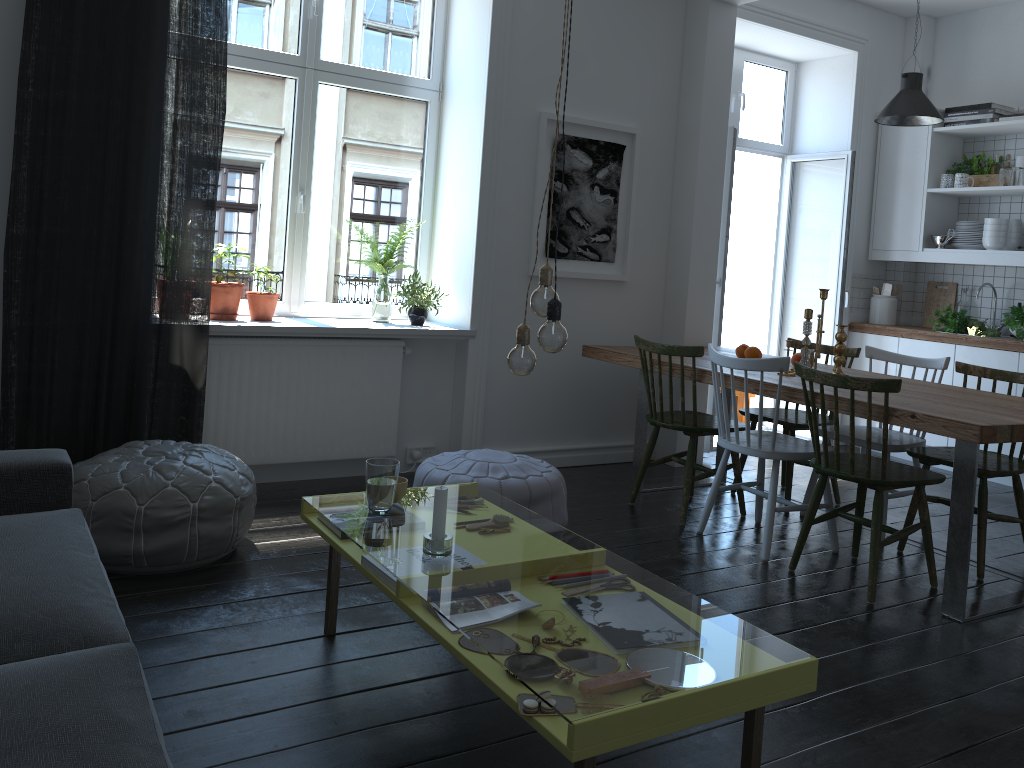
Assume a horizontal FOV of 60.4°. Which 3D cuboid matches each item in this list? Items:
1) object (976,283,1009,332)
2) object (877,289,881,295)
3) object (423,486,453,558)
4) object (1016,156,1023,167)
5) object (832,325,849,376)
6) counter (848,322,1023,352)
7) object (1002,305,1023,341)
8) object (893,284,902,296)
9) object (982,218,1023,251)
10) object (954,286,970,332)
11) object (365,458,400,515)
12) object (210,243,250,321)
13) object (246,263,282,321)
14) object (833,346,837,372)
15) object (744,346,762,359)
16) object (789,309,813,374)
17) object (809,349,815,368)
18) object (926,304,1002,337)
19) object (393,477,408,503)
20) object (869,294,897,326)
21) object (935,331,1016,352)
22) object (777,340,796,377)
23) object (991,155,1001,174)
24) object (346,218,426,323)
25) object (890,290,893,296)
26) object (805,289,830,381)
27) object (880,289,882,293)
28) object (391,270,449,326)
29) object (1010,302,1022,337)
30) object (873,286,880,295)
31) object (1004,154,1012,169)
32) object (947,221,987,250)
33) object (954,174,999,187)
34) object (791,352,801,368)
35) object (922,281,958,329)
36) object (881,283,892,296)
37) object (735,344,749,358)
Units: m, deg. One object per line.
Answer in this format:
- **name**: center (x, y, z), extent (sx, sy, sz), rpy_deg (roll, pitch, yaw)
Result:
- **object**: center (3.145, -0.482, 5.751), extent (0.190, 0.351, 0.274), rpy_deg (6, 4, 34)
- **object**: center (2.611, -0.556, 6.262), extent (0.061, 0.250, 0.118), rpy_deg (4, 3, -2)
- **object**: center (-0.182, 0.342, 2.215), extent (0.074, 0.173, 0.075), rpy_deg (4, 2, 3)
- **object**: center (3.289, -1.353, 5.673), extent (0.084, 0.221, 0.085), rpy_deg (3, 2, -25)
- **object**: center (1.524, -0.151, 4.090), extent (0.100, 0.246, 0.101), rpy_deg (4, 2, -8)
- **counter**: center (3.275, -0.160, 4.978), extent (0.845, 0.073, 3.131), rpy_deg (-1, 9, -31)
- **object**: center (3.151, -0.397, 5.377), extent (0.338, 0.268, 0.274), rpy_deg (-1, 7, -42)
- **object**: center (2.684, -0.567, 6.228), extent (0.131, 0.295, 0.056), rpy_deg (6, 2, 38)
- **object**: center (3.147, -0.956, 5.651), extent (0.309, 0.215, 0.151), rpy_deg (0, 5, -34)
- **object**: center (3.080, -0.517, 6.019), extent (0.097, 0.316, 0.098), rpy_deg (3, 2, -32)
- **object**: center (-0.376, 0.296, 2.535), extent (0.098, 0.145, 0.098), rpy_deg (5, 4, 19)
- **object**: center (-1.385, -0.494, 4.213), extent (0.257, 0.368, 0.236), rpy_deg (3, 3, -20)
- **object**: center (-1.207, -0.448, 4.304), extent (0.177, 0.276, 0.195), rpy_deg (6, 4, 25)
- **object**: center (1.543, -0.108, 4.184), extent (0.049, 0.138, 0.049), rpy_deg (3, 2, -32)
- **object**: center (1.239, -0.150, 4.522), extent (0.091, 0.088, 0.084), rpy_deg (4, 5, -6)
- **object**: center (1.391, -0.201, 4.161), extent (0.141, 0.310, 0.140), rpy_deg (5, 2, 10)
- **object**: center (1.455, -0.115, 4.276), extent (0.103, 0.113, 0.102), rpy_deg (8, 6, 44)
- **object**: center (2.928, -0.360, 5.691), extent (0.472, 0.306, 0.284), rpy_deg (8, 6, 31)
- **object**: center (-0.359, 0.321, 2.651), extent (0.087, 0.066, 0.087), rpy_deg (4, 6, -4)
- **object**: center (2.630, -0.525, 6.238), extent (0.173, 0.207, 0.175), rpy_deg (2, 5, -27)
- **object**: center (2.992, -0.268, 5.703), extent (0.353, 0.111, 0.375), rpy_deg (-1, 9, -32)
- **object**: center (1.263, -0.119, 4.035), extent (0.080, 0.160, 0.080), rpy_deg (5, 3, 15)
- **object**: center (3.180, -1.390, 5.785), extent (0.060, 0.224, 0.060), rpy_deg (6, 2, 41)
- **object**: center (-0.663, -0.607, 4.678), extent (0.394, 0.564, 0.329), rpy_deg (5, 3, 22)
- **object**: center (2.680, -0.546, 6.237), extent (0.051, 0.246, 0.114), rpy_deg (5, 3, 23)
- **object**: center (1.358, -0.218, 3.906), extent (0.113, 0.409, 0.114), rpy_deg (5, 2, 20)
- **object**: center (2.660, -0.552, 6.264), extent (0.033, 0.249, 0.119), rpy_deg (3, 3, -32)
- **object**: center (-0.484, -0.457, 4.665), extent (0.284, 0.293, 0.288), rpy_deg (2, 5, -27)
- **object**: center (3.273, -0.412, 5.691), extent (0.085, 0.230, 0.085), rpy_deg (5, 2, 23)
- **object**: center (2.588, -0.562, 6.255), extent (0.054, 0.262, 0.149), rpy_deg (5, 3, 33)
- **object**: center (3.244, -1.387, 5.765), extent (0.056, 0.233, 0.056), rpy_deg (3, 2, -29)
- **object**: center (3.070, -0.982, 5.878), extent (0.305, 0.193, 0.303), rpy_deg (0, 7, -30)
- **object**: center (3.132, -1.336, 5.882), extent (0.153, 0.102, 0.397), rpy_deg (0, 8, -32)
- **object**: center (1.436, -0.114, 4.384), extent (0.084, 0.083, 0.090), rpy_deg (2, 5, -19)
- **object**: center (3.009, -0.553, 6.195), extent (0.040, 0.329, 0.222), rpy_deg (3, 3, -32)
- **object**: center (2.641, -0.571, 6.244), extent (0.065, 0.289, 0.141), rpy_deg (5, 3, 32)
- **object**: center (1.211, -0.165, 4.601), extent (0.083, 0.089, 0.088), rpy_deg (0, 6, -42)
